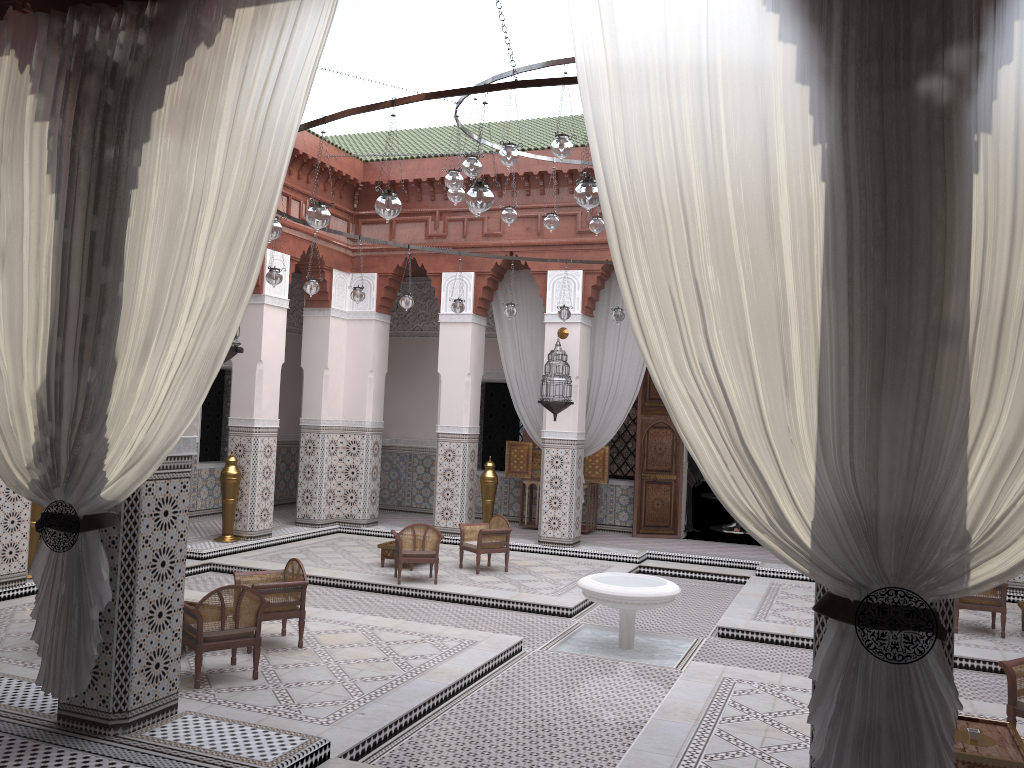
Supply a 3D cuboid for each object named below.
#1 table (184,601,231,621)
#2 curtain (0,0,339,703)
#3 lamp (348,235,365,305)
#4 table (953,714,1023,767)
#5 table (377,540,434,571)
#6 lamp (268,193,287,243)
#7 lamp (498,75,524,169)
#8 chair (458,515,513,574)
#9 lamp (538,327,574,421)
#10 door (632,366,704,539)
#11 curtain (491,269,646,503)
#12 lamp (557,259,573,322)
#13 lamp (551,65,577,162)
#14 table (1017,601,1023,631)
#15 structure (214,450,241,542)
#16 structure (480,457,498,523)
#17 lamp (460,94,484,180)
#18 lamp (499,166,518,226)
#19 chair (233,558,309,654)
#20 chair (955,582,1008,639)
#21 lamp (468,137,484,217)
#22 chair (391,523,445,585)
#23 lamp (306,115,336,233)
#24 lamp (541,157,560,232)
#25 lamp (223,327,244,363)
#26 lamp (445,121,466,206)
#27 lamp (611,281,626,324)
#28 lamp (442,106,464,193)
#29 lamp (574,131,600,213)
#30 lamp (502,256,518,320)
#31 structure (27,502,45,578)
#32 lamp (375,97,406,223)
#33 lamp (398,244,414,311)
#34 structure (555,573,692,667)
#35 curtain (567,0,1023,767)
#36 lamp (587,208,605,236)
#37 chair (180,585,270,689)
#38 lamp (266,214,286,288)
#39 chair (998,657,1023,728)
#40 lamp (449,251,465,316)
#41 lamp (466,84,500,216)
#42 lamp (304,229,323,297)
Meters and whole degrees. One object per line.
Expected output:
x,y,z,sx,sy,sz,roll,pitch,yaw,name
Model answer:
-1.197,0.881,3.179,0.229,0.142,0.330,2,-2,21,table
-1.056,-0.101,2.207,1.303,1.764,0.129,2,-2,21,curtain
-0.820,-0.607,4.723,0.090,0.371,0.091,2,-2,1,lamp
1.173,0.954,2.261,0.229,0.142,0.330,2,-2,21,table
-0.593,0.971,5.087,0.229,0.142,0.330,2,-2,21,table
-0.825,-0.664,3.021,0.091,0.371,0.090,1,-2,36,lamp
-0.014,-0.979,3.283,0.090,0.371,0.091,4,-2,-34,lamp
-0.155,0.903,5.041,0.208,0.313,0.263,4,-2,-33,chair
0.287,-0.071,5.647,0.216,0.618,0.217,2,-2,21,lamp
1.537,0.388,6.307,1.244,1.461,0.419,2,-2,21,door
0.400,0.092,6.004,1.304,1.761,0.048,2,-2,21,curtain
0.311,-0.542,5.165,0.091,0.371,0.090,4,-2,-34,lamp
0.174,-0.975,3.152,0.090,0.371,0.091,4,-3,-44,lamp
2.396,1.064,3.929,0.229,0.142,0.330,2,-2,21,table
-1.704,0.670,5.352,0.156,0.539,0.156,3,-2,-18,structure
-0.158,0.759,5.977,0.156,0.539,0.156,3,-2,-7,structure
-0.158,-0.979,3.461,0.090,0.371,0.091,3,-2,-14,lamp
-0.013,-0.945,4.281,0.090,0.371,0.091,2,-2,1,lamp
-0.903,0.811,3.299,0.208,0.313,0.263,4,-2,-33,chair
2.112,0.969,4.038,0.208,0.313,0.263,2,-2,17,chair
-0.157,-0.957,4.118,0.091,0.371,0.090,4,-3,-44,lamp
-0.499,0.874,4.642,0.263,0.313,0.208,3,-2,-13,chair
-0.612,-0.662,2.794,0.091,0.371,0.090,1,-2,36,lamp
0.198,-0.933,4.385,0.090,0.371,0.091,2,-2,26,lamp
-0.897,-0.261,2.596,0.216,0.552,0.221,2,-2,21,lamp
-0.242,-0.968,3.904,0.090,0.371,0.091,2,-2,26,lamp
0.622,-0.529,5.143,0.091,0.371,0.090,3,-2,-24,lamp
-0.239,-0.976,3.677,0.090,0.371,0.091,2,-2,6,lamp
0.202,-0.641,2.363,0.091,0.371,0.090,1,-2,36,lamp
-0.004,-0.557,5.140,0.090,0.371,0.091,1,-2,36,lamp
-2.201,0.605,4.063,0.156,0.539,0.156,3,-2,-18,structure
-0.365,-0.658,2.608,0.090,0.371,0.091,4,-2,-34,lamp
-0.581,-0.590,4.920,0.090,0.371,0.091,2,-2,16,lamp
0.485,0.984,3.740,0.528,0.310,0.501,2,-2,21,structure
0.656,-0.046,1.540,1.304,1.761,0.137,2,-2,21,curtain
0.428,-0.921,4.418,0.091,0.371,0.090,4,-3,-44,lamp
-0.956,0.795,2.891,0.263,0.313,0.208,4,-2,-38,chair
-1.124,-0.638,4.184,0.091,0.371,0.090,1,-2,36,lamp
1.541,0.891,2.474,0.208,0.313,0.263,4,-2,-33,chair
-0.305,-0.573,5.058,0.090,0.371,0.091,2,-2,26,lamp
-0.092,-0.651,2.464,0.091,0.371,0.090,1,-2,36,lamp
-1.013,-0.624,4.473,0.091,0.371,0.090,1,-2,36,lamp
